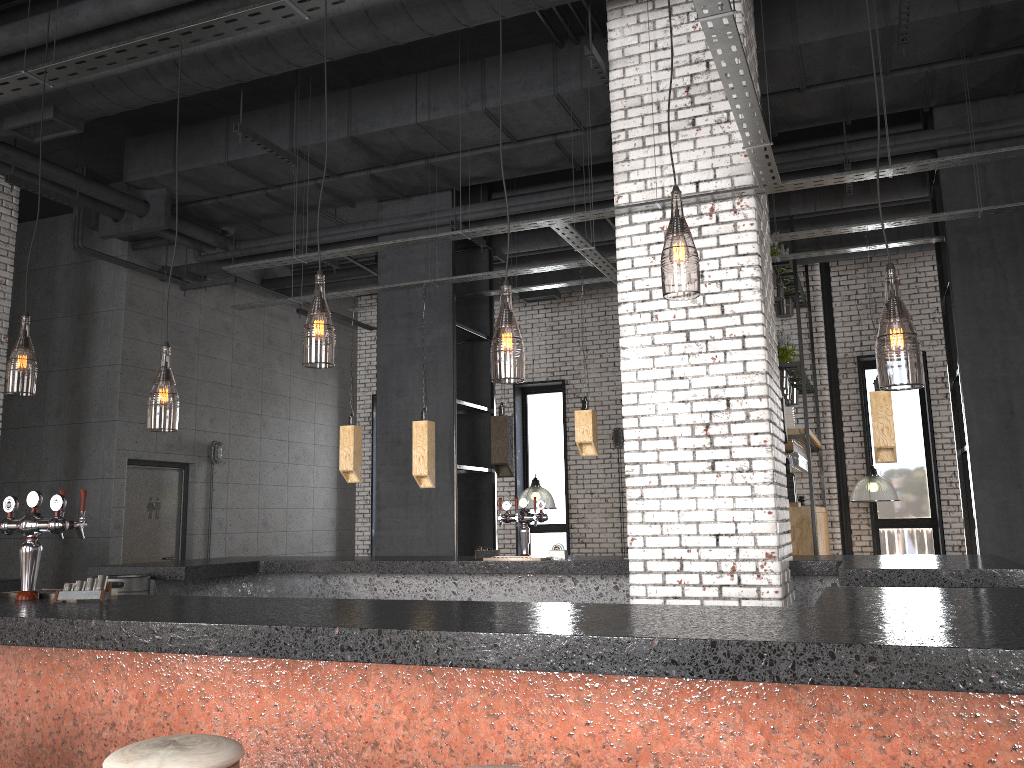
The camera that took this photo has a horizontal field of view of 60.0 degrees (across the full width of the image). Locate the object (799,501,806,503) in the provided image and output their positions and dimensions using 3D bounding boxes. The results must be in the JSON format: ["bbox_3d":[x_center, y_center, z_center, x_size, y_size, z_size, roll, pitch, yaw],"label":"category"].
[{"bbox_3d":[3.121,1.335,9.883,0.305,0.044,0.305,-5,-9,22],"label":"object"}]

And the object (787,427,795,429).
[{"bbox_3d":[2.820,0.489,9.366,0.334,0.033,0.334,4,-10,-30],"label":"object"}]

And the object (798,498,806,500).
[{"bbox_3d":[3.120,1.297,9.890,0.305,0.038,0.305,-5,-9,23],"label":"object"}]

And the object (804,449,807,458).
[{"bbox_3d":[3.429,0.898,10.391,0.101,0.268,0.100,5,-11,-31],"label":"object"}]

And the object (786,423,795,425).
[{"bbox_3d":[2.820,0.450,9.373,0.334,0.037,0.333,1,-9,-12],"label":"object"}]

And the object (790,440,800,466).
[{"bbox_3d":[2.899,0.710,9.099,0.101,0.268,0.100,5,-11,-31],"label":"object"}]

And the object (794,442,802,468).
[{"bbox_3d":[3.006,0.748,9.360,0.101,0.268,0.100,5,-11,-31],"label":"object"}]

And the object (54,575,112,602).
[{"bbox_3d":[-1.617,0.769,3.347,0.177,0.091,0.090,-1,-9,-3],"label":"object"}]

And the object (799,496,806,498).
[{"bbox_3d":[3.119,1.271,9.895,0.306,0.040,0.305,-2,-9,5],"label":"object"}]

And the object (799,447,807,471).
[{"bbox_3d":[3.280,0.845,10.027,0.101,0.268,0.100,5,-11,-31],"label":"object"}]

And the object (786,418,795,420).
[{"bbox_3d":[2.819,0.392,9.382,0.334,0.041,0.334,-9,-12,43],"label":"object"}]

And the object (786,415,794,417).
[{"bbox_3d":[2.818,0.357,9.388,0.335,0.043,0.333,-2,-9,5],"label":"object"}]

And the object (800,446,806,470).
[{"bbox_3d":[3.228,0.826,9.899,0.101,0.268,0.100,5,-11,-31],"label":"object"}]

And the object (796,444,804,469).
[{"bbox_3d":[3.117,0.787,9.630,0.101,0.268,0.100,5,-11,-31],"label":"object"}]

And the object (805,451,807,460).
[{"bbox_3d":[3.540,0.937,10.660,0.101,0.268,0.100,6,-12,-37],"label":"object"}]

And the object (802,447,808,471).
[{"bbox_3d":[3.329,0.862,10.147,0.101,0.268,0.100,5,-11,-31],"label":"object"}]

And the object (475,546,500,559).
[{"bbox_3d":[-0.173,1.186,6.247,0.177,0.091,0.090,-1,-9,-3],"label":"object"}]

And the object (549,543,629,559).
[{"bbox_3d":[0.625,1.130,6.023,0.766,0.106,0.200,-5,-10,22],"label":"object"}]

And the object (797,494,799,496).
[{"bbox_3d":[2.970,1.222,9.581,0.257,0.077,0.256,4,-10,-30],"label":"object"}]

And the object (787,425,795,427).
[{"bbox_3d":[2.819,0.469,9.370,0.334,0.046,0.333,-1,-9,3],"label":"object"}]

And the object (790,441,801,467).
[{"bbox_3d":[2.951,0.729,9.225,0.101,0.268,0.100,5,-11,-31],"label":"object"}]

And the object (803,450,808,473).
[{"bbox_3d":[3.485,0.917,10.525,0.101,0.268,0.100,6,-12,-37],"label":"object"}]

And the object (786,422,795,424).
[{"bbox_3d":[2.819,0.431,9.375,0.334,0.040,0.333,1,-9,-14],"label":"object"}]

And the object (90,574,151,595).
[{"bbox_3d":[-2.581,1.782,5.778,0.399,1.039,0.396,5,-11,-32],"label":"object"}]

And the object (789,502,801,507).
[{"bbox_3d":[2.787,1.267,9.251,0.411,0.050,0.410,-4,-9,21],"label":"object"}]

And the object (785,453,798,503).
[{"bbox_3d":[2.848,0.977,9.151,0.156,0.556,0.106,-5,-10,21],"label":"object"}]

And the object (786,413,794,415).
[{"bbox_3d":[2.817,0.338,9.392,0.334,0.041,0.333,0,-9,-9],"label":"object"}]

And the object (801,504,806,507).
[{"bbox_3d":[3.121,1.360,9.879,0.305,0.035,0.305,4,-10,-30],"label":"object"}]

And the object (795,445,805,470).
[{"bbox_3d":[3.172,0.807,9.765,0.101,0.268,0.100,5,-11,-31],"label":"object"}]

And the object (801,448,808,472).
[{"bbox_3d":[3.377,0.879,10.264,0.101,0.268,0.100,5,-11,-31],"label":"object"}]

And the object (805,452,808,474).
[{"bbox_3d":[3.596,0.957,10.795,0.101,0.268,0.100,6,-12,-37],"label":"object"}]

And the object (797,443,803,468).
[{"bbox_3d":[3.061,0.768,9.495,0.101,0.268,0.100,5,-11,-31],"label":"object"}]

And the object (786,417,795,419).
[{"bbox_3d":[2.818,0.377,9.385,0.334,0.039,0.334,-6,-10,29],"label":"object"}]

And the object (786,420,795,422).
[{"bbox_3d":[2.818,0.412,9.379,0.334,0.039,0.333,1,-9,-12],"label":"object"}]
